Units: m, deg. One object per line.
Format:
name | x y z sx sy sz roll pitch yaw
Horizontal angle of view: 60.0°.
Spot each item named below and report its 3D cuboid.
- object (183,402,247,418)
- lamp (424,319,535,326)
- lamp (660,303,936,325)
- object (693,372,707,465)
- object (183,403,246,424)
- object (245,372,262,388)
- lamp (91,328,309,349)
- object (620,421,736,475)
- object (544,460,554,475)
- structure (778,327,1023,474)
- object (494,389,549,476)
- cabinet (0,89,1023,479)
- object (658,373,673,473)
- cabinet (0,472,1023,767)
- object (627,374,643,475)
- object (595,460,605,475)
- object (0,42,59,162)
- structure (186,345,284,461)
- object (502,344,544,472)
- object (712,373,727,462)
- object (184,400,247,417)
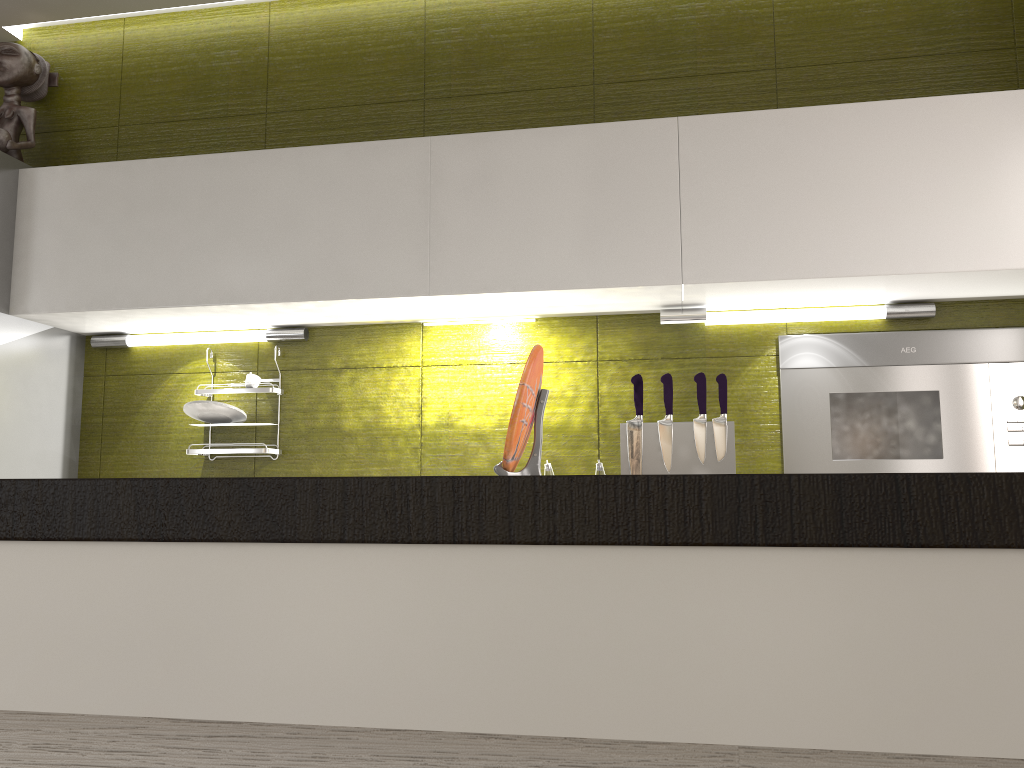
object | -0.881 0.087 2.632 0.181 0.052 0.173 -1 -7 11
lamp | -0.097 -0.181 2.604 0.334 0.008 0.008 -1 -7 11
lamp | 0.765 -0.190 2.397 0.716 0.041 0.095 -1 -7 10
object | 0.490 0.090 2.307 0.036 0.243 0.013 -1 -7 11
object | -0.881 0.090 2.630 0.181 0.052 0.173 -1 -7 11
object | -0.780 -0.006 2.668 0.046 0.053 0.051 -7 -10 42
lamp | -0.974 -0.142 2.751 0.715 0.041 0.041 -1 -7 11
object | 0.437 0.216 2.343 0.293 0.227 0.107 -1 -7 11
object | 0.098 0.266 2.393 0.059 0.121 0.059 5 -9 -33
structure | 1.057 0.092 2.342 0.663 0.469 0.015 -1 -7 11
object | 0.015 0.073 1.201 0.072 0.131 0.088 -1 -7 6
cabinet | -0.205 0.383 2.448 3.471 2.089 0.724 -1 -7 11
object | 0.403 0.103 2.322 0.042 0.264 0.013 -1 -7 11
cabinet | -0.796 0.696 1.103 2.947 1.134 0.663 -1 -7 11
object | 0.325 0.142 2.332 0.046 0.339 0.013 -1 -7 11
object | 0.236 0.264 2.379 0.059 0.121 0.059 3 -8 -22
object | -1.622 -0.866 2.803 0.195 0.488 0.304 -1 -7 8
structure | -0.825 0.054 2.659 0.266 0.346 0.110 -1 -7 11
object | 0.016 0.036 1.207 0.055 0.178 0.184 -1 -7 7
object | 0.540 0.087 2.298 0.040 0.231 0.013 -1 -7 11
object | -0.881 0.084 2.633 0.181 0.052 0.173 -1 -7 11
